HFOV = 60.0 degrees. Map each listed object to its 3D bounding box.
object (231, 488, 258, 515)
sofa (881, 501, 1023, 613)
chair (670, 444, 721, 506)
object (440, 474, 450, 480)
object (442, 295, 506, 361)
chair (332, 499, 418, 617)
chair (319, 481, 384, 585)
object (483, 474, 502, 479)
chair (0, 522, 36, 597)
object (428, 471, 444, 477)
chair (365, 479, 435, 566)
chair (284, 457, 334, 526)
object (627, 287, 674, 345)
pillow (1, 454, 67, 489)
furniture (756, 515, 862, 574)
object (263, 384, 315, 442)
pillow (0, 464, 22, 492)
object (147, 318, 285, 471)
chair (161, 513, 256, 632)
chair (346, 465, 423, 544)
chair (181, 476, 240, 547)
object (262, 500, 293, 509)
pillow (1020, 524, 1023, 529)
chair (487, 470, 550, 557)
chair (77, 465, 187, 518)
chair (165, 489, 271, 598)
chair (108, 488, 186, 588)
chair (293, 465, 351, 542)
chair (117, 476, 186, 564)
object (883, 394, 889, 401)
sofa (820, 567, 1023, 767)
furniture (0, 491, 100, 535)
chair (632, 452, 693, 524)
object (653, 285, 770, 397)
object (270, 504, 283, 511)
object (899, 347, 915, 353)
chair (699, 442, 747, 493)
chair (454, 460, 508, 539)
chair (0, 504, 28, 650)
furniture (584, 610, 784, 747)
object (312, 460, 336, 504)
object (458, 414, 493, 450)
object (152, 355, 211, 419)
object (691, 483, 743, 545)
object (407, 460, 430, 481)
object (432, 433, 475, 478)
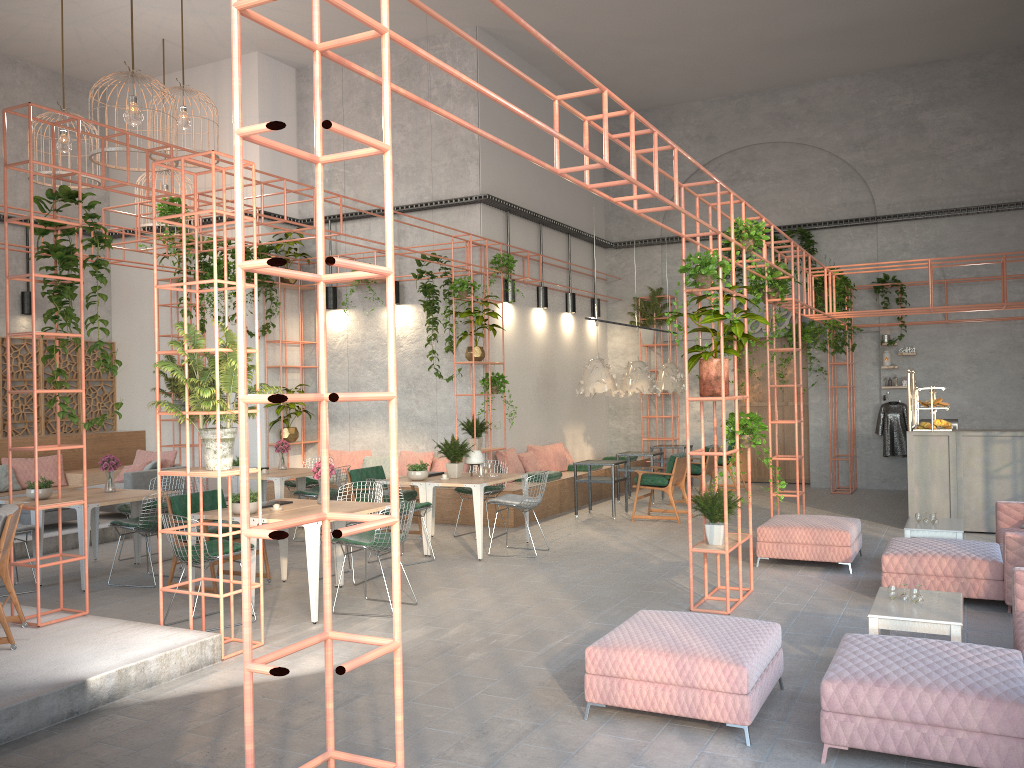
[{"bbox_3d":[-2.341,1.023,7.762,0.247,0.247,0.252,-1,0,27],"label":"object"},{"bbox_3d":[4.414,1.489,7.898,1.960,0.672,2.219,-1,0,27],"label":"sofa"},{"bbox_3d":[2.926,1.437,14.070,0.685,0.930,0.722,-1,0,27],"label":"chair"},{"bbox_3d":[-0.780,1.072,10.266,0.115,0.078,0.115,-1,-1,33],"label":"object"},{"bbox_3d":[-0.515,-0.789,12.470,0.903,0.947,0.934,-1,0,-11],"label":"object"},{"bbox_3d":[-1.175,1.465,7.643,0.717,0.941,0.565,-1,0,23],"label":"chair"},{"bbox_3d":[-1.648,1.485,8.923,0.565,0.941,0.717,-1,0,28],"label":"chair"},{"bbox_3d":[-0.225,1.071,10.271,0.218,0.041,0.218,-2,-1,36],"label":"object"},{"bbox_3d":[-4.992,1.553,8.603,0.565,0.941,0.717,-2,-1,43],"label":"chair"},{"bbox_3d":[-1.045,1.101,10.804,0.268,0.031,0.427,-1,0,27],"label":"object"},{"bbox_3d":[-1.234,1.482,9.753,0.565,0.941,0.717,-2,-1,43],"label":"chair"},{"bbox_3d":[-2.908,1.540,12.695,0.565,0.941,0.717,-1,0,28],"label":"chair"},{"bbox_3d":[2.652,-1.304,16.995,0.894,1.101,0.900,-1,0,-4],"label":"object"},{"bbox_3d":[-7.051,1.301,13.092,0.839,0.474,0.276,-1,-1,-43],"label":"pillow"},{"bbox_3d":[3.123,1.635,9.291,0.941,0.446,0.976,-1,0,27],"label":"furniture"},{"bbox_3d":[-3.583,0.461,14.074,0.903,0.919,0.934,-1,0,-1],"label":"object"},{"bbox_3d":[-7.309,1.349,12.540,0.289,0.385,0.666,-1,0,22],"label":"pillow"},{"bbox_3d":[-2.194,0.081,6.532,0.900,1.100,0.894,-1,-1,-34],"label":"object"},{"bbox_3d":[-2.486,1.490,7.266,0.565,0.941,0.717,-2,-1,43],"label":"chair"},{"bbox_3d":[-1.601,1.504,11.076,0.685,0.917,0.722,-1,0,27],"label":"chair"},{"bbox_3d":[-3.747,1.545,11.038,0.565,0.941,0.717,-2,-1,43],"label":"chair"},{"bbox_3d":[-2.296,1.134,8.317,0.268,0.031,0.427,-1,0,27],"label":"object"},{"bbox_3d":[5.106,1.244,8.346,0.307,0.324,0.500,-1,0,-28],"label":"pillow"},{"bbox_3d":[0.077,1.457,10.130,0.717,0.941,0.565,-1,0,23],"label":"chair"},{"bbox_3d":[-5.408,1.527,12.698,1.127,0.672,1.052,-1,0,27],"label":"chair"},{"bbox_3d":[-2.854,1.512,8.590,0.685,0.917,0.722,-1,0,27],"label":"chair"},{"bbox_3d":[-3.681,1.528,8.980,0.717,0.941,0.565,-1,0,23],"label":"chair"},{"bbox_3d":[-2.436,1.520,11.415,0.717,0.941,0.565,-1,0,23],"label":"chair"},{"bbox_3d":[-4.154,1.548,10.260,0.565,0.941,0.717,-1,0,28],"label":"chair"},{"bbox_3d":[6.484,0.228,15.371,0.093,0.121,0.049,-1,0,29],"label":"object"},{"bbox_3d":[2.805,1.499,4.751,1.960,0.672,2.219,-1,0,27],"label":"sofa"},{"bbox_3d":[-6.110,1.647,11.558,0.941,0.446,0.975,-1,0,27],"label":"furniture"},{"bbox_3d":[2.120,1.442,12.494,0.685,0.929,0.722,-1,0,27],"label":"chair"},{"bbox_3d":[1.707,-0.369,7.432,0.924,0.946,0.923,-1,0,-7],"label":"object"},{"bbox_3d":[-2.111,1.104,7.948,0.115,0.073,0.115,-1,0,21],"label":"object"},{"bbox_3d":[6.758,-0.582,15.178,0.263,0.101,0.013,-1,0,27],"label":"object"},{"bbox_3d":[3.716,1.432,15.613,0.685,0.930,0.722,-1,0,27],"label":"chair"},{"bbox_3d":[-0.396,1.477,11.410,0.565,0.941,0.717,-1,0,28],"label":"chair"},{"bbox_3d":[-3.756,1.328,6.086,0.685,0.914,0.722,-1,0,-23],"label":"chair"},{"bbox_3d":[1.029,1.649,5.196,0.941,0.446,0.976,-1,0,27],"label":"furniture"},{"bbox_3d":[-1.772,0.919,8.320,0.213,0.414,0.225,-1,0,19],"label":"object"},{"bbox_3d":[-0.538,0.680,12.579,0.438,0.527,0.368,-1,0,27],"label":"object"},{"bbox_3d":[-5.373,0.019,14.383,0.900,1.097,0.894,-1,-1,-34],"label":"object"},{"bbox_3d":[1.715,1.098,7.532,0.438,0.527,0.368,-1,0,27],"label":"object"},{"bbox_3d":[-1.090,0.990,10.248,0.248,0.247,0.254,-1,0,27],"label":"object"},{"bbox_3d":[-0.694,0.841,10.443,0.438,0.527,0.368,-1,0,27],"label":"object"}]
